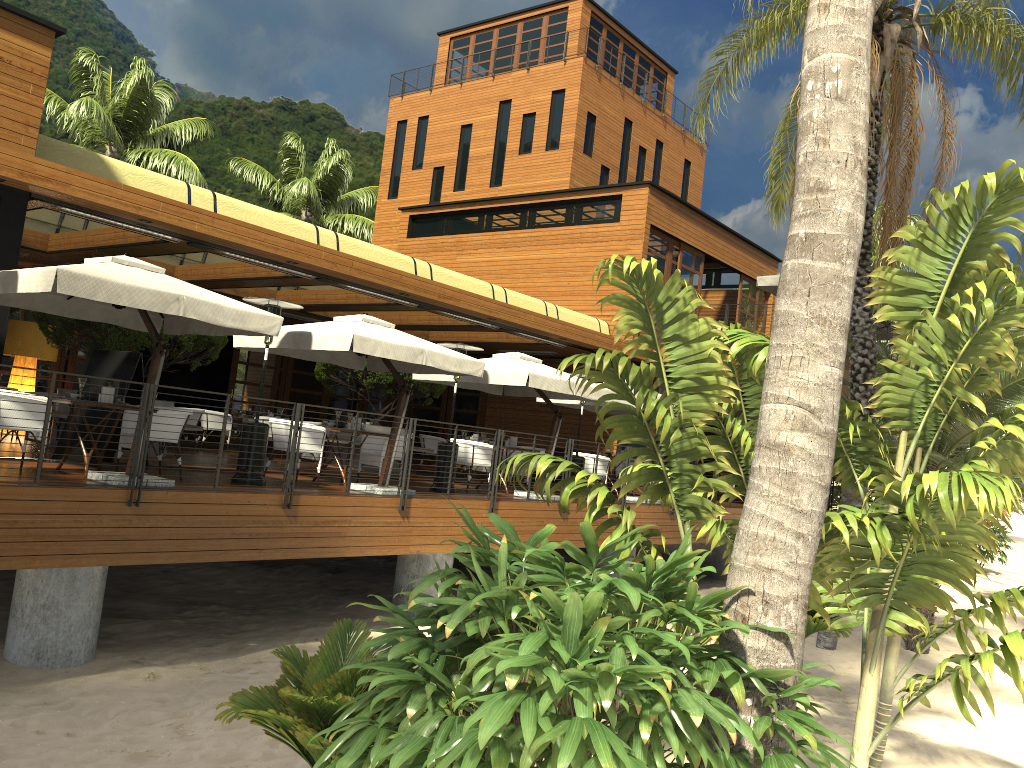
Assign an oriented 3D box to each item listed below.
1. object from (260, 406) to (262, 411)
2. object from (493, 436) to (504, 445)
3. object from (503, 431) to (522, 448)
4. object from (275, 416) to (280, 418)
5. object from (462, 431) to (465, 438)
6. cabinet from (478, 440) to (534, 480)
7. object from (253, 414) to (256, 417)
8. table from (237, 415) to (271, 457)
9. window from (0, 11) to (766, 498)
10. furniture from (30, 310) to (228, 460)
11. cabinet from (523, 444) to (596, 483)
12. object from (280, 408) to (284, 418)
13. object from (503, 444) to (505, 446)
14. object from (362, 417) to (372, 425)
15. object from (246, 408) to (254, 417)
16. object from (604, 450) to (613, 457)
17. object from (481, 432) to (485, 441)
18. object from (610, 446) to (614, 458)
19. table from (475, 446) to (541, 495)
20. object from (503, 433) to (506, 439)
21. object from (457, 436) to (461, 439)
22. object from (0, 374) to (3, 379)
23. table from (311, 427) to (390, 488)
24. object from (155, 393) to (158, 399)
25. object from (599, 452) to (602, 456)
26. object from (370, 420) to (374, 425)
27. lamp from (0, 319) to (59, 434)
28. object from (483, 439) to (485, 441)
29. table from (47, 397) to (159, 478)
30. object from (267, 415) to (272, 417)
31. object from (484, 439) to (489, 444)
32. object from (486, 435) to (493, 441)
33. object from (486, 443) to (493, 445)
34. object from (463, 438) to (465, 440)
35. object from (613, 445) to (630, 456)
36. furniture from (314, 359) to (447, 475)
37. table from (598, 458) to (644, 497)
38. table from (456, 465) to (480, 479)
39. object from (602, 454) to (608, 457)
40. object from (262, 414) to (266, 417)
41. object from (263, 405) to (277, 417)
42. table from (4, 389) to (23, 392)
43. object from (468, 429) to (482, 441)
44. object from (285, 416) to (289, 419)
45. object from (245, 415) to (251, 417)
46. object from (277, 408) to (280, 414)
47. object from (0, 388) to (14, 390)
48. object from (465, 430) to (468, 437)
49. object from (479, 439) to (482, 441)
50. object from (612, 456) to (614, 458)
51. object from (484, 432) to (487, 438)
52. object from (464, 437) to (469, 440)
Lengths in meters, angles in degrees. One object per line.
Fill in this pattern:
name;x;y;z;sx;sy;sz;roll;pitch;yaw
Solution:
object;-5.047;0.553;17.721;0.082;0.227;0.082;10;-6;-40
object;-0.237;0.923;14.538;0.163;0.179;0.167;3;-6;40
object;0.001;0.897;14.352;0.263;0.264;0.263;7;-4;-6
object;-4.767;0.692;18.040;0.116;0.065;0.116;9;-5;-30
object;-1.037;1.074;18.623;0.082;0.227;0.082;6;-5;1
cabinet;-0.210;1.807;21.362;1.612;0.839;0.556;3;-5;39
object;-5.162;0.635;17.870;0.116;0.065;0.116;9;-5;-30
table;-5.018;1.067;17.944;1.166;0.750;1.163;5;-4;19
window;-0.219;-6.665;24.148;14.495;17.990;38.343;5;-4;16
furniture;-5.883;-0.301;13.477;2.569;2.727;2.715;6;-4;4
cabinet;1.056;1.886;20.349;1.612;0.839;0.556;3;-5;39
object;-4.663;0.609;17.899;0.082;0.227;0.082;10;-6;-33
object;-0.141;1.013;14.671;0.080;0.042;0.080;7;-4;0
object;-3.382;0.911;20.457;0.263;0.264;0.263;7;-4;-3
object;-5.331;0.569;18.048;0.163;0.179;0.168;9;-5;-31
object;1.862;1.340;17.190;0.163;0.179;0.167;3;-6;40
object;-0.616;1.119;18.568;0.082;0.227;0.082;8;-5;-16
object;1.892;1.294;16.855;0.082;0.227;0.082;3;-6;39
table;-0.206;1.388;14.420;0.932;0.750;0.930;3;-5;39
object;-0.156;0.920;14.756;0.082;0.227;0.082;3;-6;39
object;-1.142;1.162;19.010;0.086;0.086;0.086;10;-6;-40
object;-7.994;-0.044;13.802;0.082;0.227;0.082;7;-5;-10
table;-2.288;0.975;11.789;0.932;0.750;0.930;3;-5;39
object;-6.349;0.274;15.757;0.082;0.227;0.082;11;-6;-41
object;1.686;1.357;17.042;0.086;0.086;0.086;3;-6;39
object;-3.199;0.929;20.193;0.082;0.227;0.082;7;-5;-8
lamp;-8.673;-0.079;15.714;0.974;2.014;0.971;5;-5;19
object;-0.579;1.206;18.698;0.086;0.086;0.086;10;-6;-40
table;-4.370;0.562;9.159;0.932;0.750;0.930;3;-5;39
object;-4.870;0.664;17.794;0.116;0.065;0.116;7;-4;-7
object;-0.414;0.940;14.390;0.086;0.086;0.086;3;-6;43
object;-0.485;1.162;18.579;0.163;0.179;0.167;7;-4;-2
object;-0.380;0.962;14.179;0.295;0.025;0.170;4;-5;39
object;-0.994;1.179;18.852;0.116;0.065;0.116;7;-4;-2
object;2.101;1.313;17.004;0.263;0.264;0.263;7;-4;-6
furniture;-2.642;0.335;17.459;2.617;2.727;2.689;4;-5;29
table;1.881;1.802;17.056;0.932;0.750;0.930;3;-5;39
table;-0.827;1.604;18.778;1.166;0.750;1.164;3;-6;44
object;1.781;1.375;16.985;0.116;0.065;0.116;5;-4;20
object;-4.951;0.637;17.699;0.086;0.086;0.086;6;-4;11
object;-4.948;0.567;17.989;0.263;0.264;0.263;9;-5;-34
table;-8.177;0.412;13.523;1.166;0.750;1.164;6;-4;7
object;-0.784;1.101;18.819;0.263;0.264;0.263;7;-4;-5
object;-4.559;0.700;17.974;0.086;0.086;0.086;5;-4;16
object;-5.270;0.634;17.730;0.170;0.025;0.294;9;-4;-29
object;-4.823;0.616;18.281;0.082;0.227;0.082;10;-6;-40
object;-7.809;0.076;13.712;0.170;0.025;0.294;7;-4;-11
object;-0.996;1.106;19.033;0.082;0.227;0.082;8;-5;-16
object;-0.665;1.220;19.062;0.086;0.086;0.086;3;-6;40
object;1.958;1.429;17.323;0.080;0.042;0.080;6;-4;7
object;-0.573;1.153;19.004;0.082;0.227;0.082;6;-5;1
object;-0.952;1.154;18.563;0.086;0.086;0.086;3;-6;40
